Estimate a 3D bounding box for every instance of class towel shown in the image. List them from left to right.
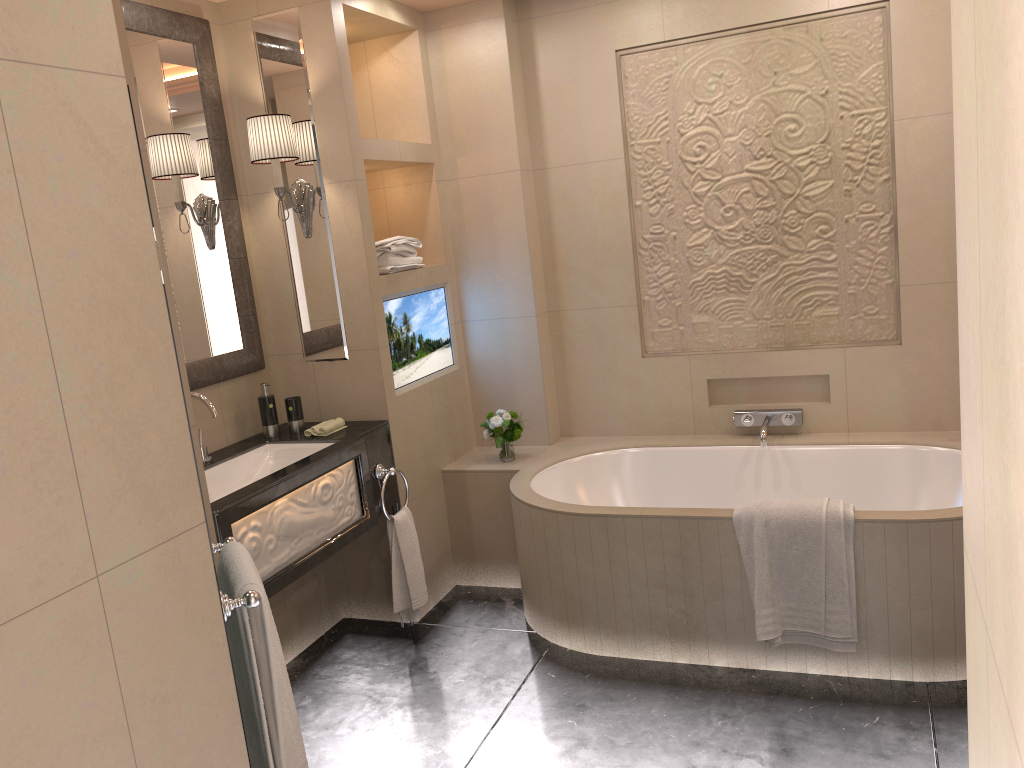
[{"bbox_3d":[-0.526,0.661,1.796,0.154,0.629,0.313,-8,10,-10],"label":"towel"},{"bbox_3d":[-0.708,0.164,3.371,0.096,0.039,0.149,-2,11,24],"label":"towel"},{"bbox_3d":[-0.403,0.704,3.418,0.116,0.455,0.173,-6,10,4],"label":"towel"},{"bbox_3d":[0.800,-0.882,3.144,3.195,0.726,0.517,-2,11,22],"label":"towel"},{"bbox_3d":[0.938,0.597,2.909,0.374,0.463,0.453,-2,11,24],"label":"towel"}]

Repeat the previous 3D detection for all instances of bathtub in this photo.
[{"bbox_3d":[0.953,0.588,3.409,2.662,0.540,1.060,-2,11,22],"label":"bathtub"}]

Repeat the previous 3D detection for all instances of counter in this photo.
[{"bbox_3d":[-0.880,0.703,3.020,0.543,0.858,1.330,-2,11,22],"label":"counter"}]

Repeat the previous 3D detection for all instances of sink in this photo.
[{"bbox_3d":[-0.896,0.360,2.950,0.349,0.135,0.760,-2,11,22],"label":"sink"}]

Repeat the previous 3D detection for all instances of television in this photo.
[{"bbox_3d":[-0.399,-0.206,3.778,0.025,0.360,0.564,-2,11,22],"label":"television"}]

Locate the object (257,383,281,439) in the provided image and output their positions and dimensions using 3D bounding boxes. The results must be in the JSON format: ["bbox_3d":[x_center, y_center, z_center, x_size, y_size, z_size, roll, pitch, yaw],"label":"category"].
[{"bbox_3d":[-0.930,0.100,3.383,0.063,0.208,0.063,-6,10,4],"label":"object"}]

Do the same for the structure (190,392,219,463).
[{"bbox_3d":[-1.101,0.155,3.008,0.242,0.268,0.223,-9,10,-12],"label":"structure"}]

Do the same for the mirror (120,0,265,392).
[{"bbox_3d":[-1.261,-0.590,2.891,0.041,1.321,1.131,-2,11,22],"label":"mirror"}]

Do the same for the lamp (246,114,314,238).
[{"bbox_3d":[-0.852,-0.758,3.288,0.174,0.444,0.223,-2,11,22],"label":"lamp"}]

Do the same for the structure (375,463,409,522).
[{"bbox_3d":[-0.464,0.412,3.374,0.074,0.226,0.203,-2,11,22],"label":"structure"}]

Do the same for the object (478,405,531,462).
[{"bbox_3d":[-0.037,0.210,3.893,0.229,0.252,0.197,-11,11,-25],"label":"object"}]

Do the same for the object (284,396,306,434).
[{"bbox_3d":[-0.838,0.119,3.426,0.063,0.134,0.063,-13,12,-34],"label":"object"}]

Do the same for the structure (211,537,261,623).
[{"bbox_3d":[-0.560,0.372,1.759,0.074,0.061,0.415,-11,11,-22],"label":"structure"}]

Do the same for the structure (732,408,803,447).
[{"bbox_3d":[1.059,0.183,3.719,0.290,0.097,0.259,-2,11,22],"label":"structure"}]
